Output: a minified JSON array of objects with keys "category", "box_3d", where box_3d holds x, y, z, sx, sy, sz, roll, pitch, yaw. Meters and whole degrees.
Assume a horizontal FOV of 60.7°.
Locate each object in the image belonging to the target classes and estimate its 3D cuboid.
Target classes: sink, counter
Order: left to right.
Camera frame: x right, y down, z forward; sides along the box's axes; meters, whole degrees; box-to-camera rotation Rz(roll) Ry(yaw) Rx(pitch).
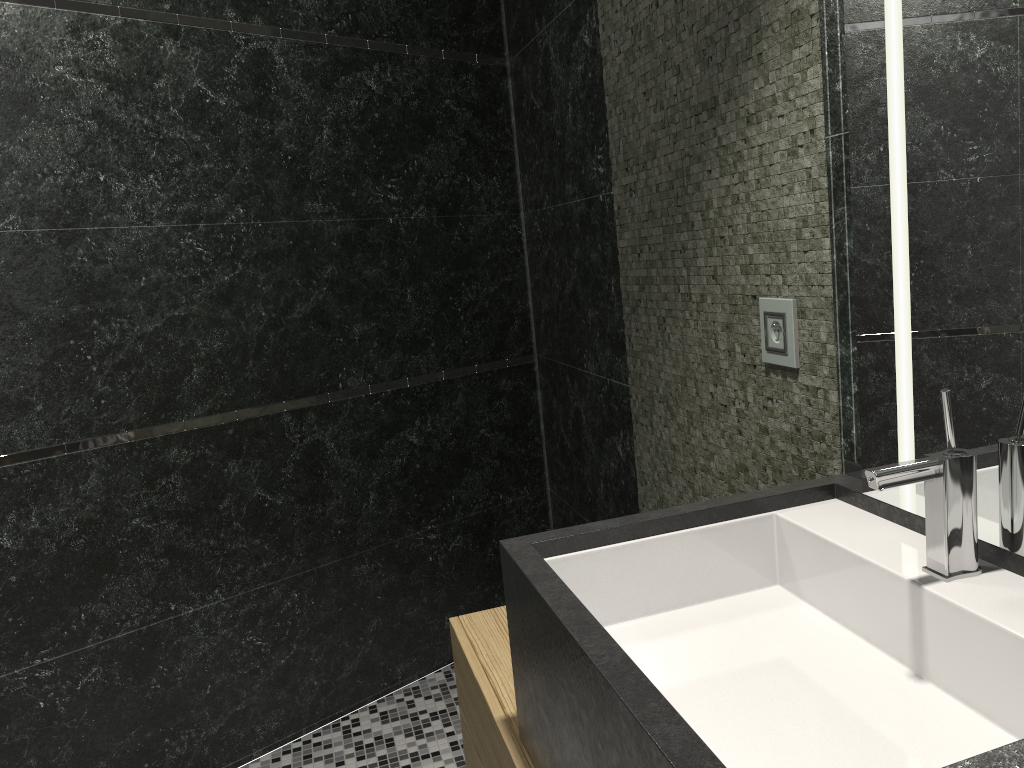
[{"category":"counter","box_3d":[0.355,0.733,1.381,0.672,1.052,1.267,-7,9,-15]},{"category":"sink","box_3d":[0.373,0.232,1.060,0.567,0.408,0.690,-7,9,-16]}]

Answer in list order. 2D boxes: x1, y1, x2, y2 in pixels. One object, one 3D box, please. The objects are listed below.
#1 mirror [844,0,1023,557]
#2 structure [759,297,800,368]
[{"category":"mirror","box_3d":[0.591,-0.560,0.993,0.044,1.577,0.649,-8,9,-13]},{"category":"structure","box_3d":[0.507,-0.099,1.672,0.017,0.129,0.118,-8,9,-14]}]
